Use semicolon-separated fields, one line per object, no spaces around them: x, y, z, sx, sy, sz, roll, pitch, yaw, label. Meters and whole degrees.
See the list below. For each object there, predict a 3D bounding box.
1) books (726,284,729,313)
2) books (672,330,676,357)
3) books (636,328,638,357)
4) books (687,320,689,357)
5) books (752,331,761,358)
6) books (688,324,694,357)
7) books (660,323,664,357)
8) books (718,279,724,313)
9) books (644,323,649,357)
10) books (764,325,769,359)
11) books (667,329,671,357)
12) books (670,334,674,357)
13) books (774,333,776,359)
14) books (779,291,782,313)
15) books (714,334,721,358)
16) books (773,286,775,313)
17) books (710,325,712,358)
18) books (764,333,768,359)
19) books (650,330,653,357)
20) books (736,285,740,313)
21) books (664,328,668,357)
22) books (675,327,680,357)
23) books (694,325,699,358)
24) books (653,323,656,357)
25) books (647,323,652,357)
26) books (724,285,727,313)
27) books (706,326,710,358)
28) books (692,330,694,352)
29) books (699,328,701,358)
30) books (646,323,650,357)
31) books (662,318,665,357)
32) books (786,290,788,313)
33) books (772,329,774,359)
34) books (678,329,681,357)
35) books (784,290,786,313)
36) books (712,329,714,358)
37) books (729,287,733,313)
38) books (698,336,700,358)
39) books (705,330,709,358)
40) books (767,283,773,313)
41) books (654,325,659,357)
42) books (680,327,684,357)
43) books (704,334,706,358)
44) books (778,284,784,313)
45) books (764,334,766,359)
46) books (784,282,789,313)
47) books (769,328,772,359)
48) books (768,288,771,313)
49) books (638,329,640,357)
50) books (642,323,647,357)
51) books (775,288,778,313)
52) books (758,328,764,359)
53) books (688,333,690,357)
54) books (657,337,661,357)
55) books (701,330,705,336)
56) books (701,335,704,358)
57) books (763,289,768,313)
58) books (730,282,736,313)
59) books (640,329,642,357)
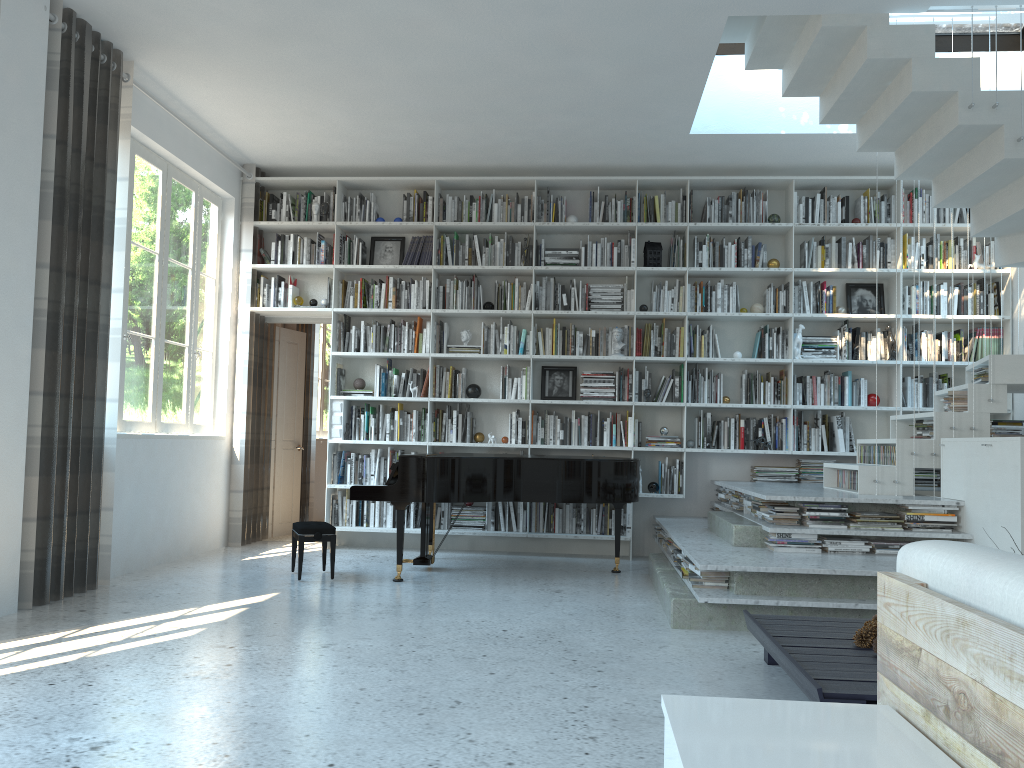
1.787;-0.691;7.382;0.024;0.262;0.133;1;-3;5;books
1.347;-0.321;7.391;0.028;0.239;0.145;1;-3;5;books
1.044;-0.334;7.424;0.015;0.255;0.150;1;-3;5;books
1.453;-0.360;7.368;0.006;0.318;0.164;1;-3;5;books
2.019;-0.308;7.335;0.056;0.241;0.153;1;-3;5;books
1.484;-0.343;7.368;0.035;0.287;0.191;1;-3;5;books
1.242;-0.351;7.377;0.019;0.293;0.182;1;-3;5;books
1.737;-0.709;7.382;0.027;0.295;0.159;1;-3;5;books
1.118;-0.352;7.414;0.035;0.293;0.145;1;-3;5;books
2.101;-0.335;7.333;0.013;0.295;0.154;1;-3;5;books
1.295;-0.325;7.368;0.027;0.242;0.189;1;-3;5;books
1.320;-0.305;7.373;0.034;0.204;0.181;1;-3;5;books
2.150;-0.300;7.306;0.012;0.224;0.178;1;-3;5;books
2.204;-0.654;7.333;0.013;0.202;0.173;1;-3;5;books
1.693;-0.300;7.338;0.051;0.210;0.177;1;-3;5;books
2.151;-0.676;7.344;0.016;0.243;0.151;1;-3;5;books
1.643;-0.340;7.364;0.013;0.287;0.159;1;-3;5;books
2.085;-0.298;7.316;0.013;0.219;0.187;1;-3;5;books
1.162;-0.321;7.399;0.015;0.231;0.180;1;-3;5;books
1.870;-0.685;7.372;0.034;0.254;0.161;1;-3;5;books
1.274;-0.329;7.395;0.033;0.253;0.175;1;-3;5;books
1.371;-0.334;7.385;0.032;0.266;0.143;1;-3;5;books
1.527;-0.339;7.349;0.013;0.279;0.192;1;-3;5;books
1.179;-0.352;7.396;0.019;0.294;0.164;1;-3;5;books
1.144;-0.351;7.411;0.035;0.293;0.145;1;-3;5;books
1.761;-0.685;7.364;0.025;0.244;0.183;1;-3;5;books
1.627;-0.332;7.359;0.006;0.270;0.178;1;-3;5;books
1.506;-0.320;7.385;0.007;0.244;0.145;1;-3;5;books
1.556;-0.325;7.375;0.013;0.255;0.144;1;-3;5;books
1.130;-0.352;7.398;0.035;0.293;0.145;1;-3;5;books
1.257;-0.372;7.396;0.021;0.337;0.169;1;-3;5;books
2.257;-0.656;7.322;0.012;0.206;0.169;1;-3;5;books
2.137;-0.317;7.315;0.015;0.259;0.152;1;-3;5;books
1.391;-0.324;7.398;0.019;0.247;0.149;1;-3;5;books
2.231;-0.656;7.320;0.013;0.204;0.174;1;-3;5;books
1.666;-0.322;7.369;0.007;0.254;0.161;1;-3;5;books
1.808;-0.677;7.366;0.021;0.232;0.183;1;-3;5;books
1.541;-0.294;7.369;0.014;0.192;0.147;1;-3;5;books
1.617;-0.318;7.369;0.017;0.242;0.132;1;-3;5;books
2.135;-0.689;7.334;0.015;0.267;0.164;1;-3;5;books
1.200;-0.342;7.417;0.035;0.278;0.139;1;-3;5;books
1.410;-0.334;7.394;0.033;0.268;0.142;1;-3;5;books
1.594;-0.302;7.366;0.014;0.209;0.156;1;-3;5;books
2.218;-0.682;7.323;0.016;0.256;0.176;1;-3;5;books
2.076;-0.293;7.316;0.006;0.209;0.188;1;-3;5;books
2.266;-0.692;7.316;0.005;0.277;0.182;1;-3;5;books
2.121;-0.319;7.316;0.018;0.263;0.165;1;-3;5;books
2.122;-0.671;7.347;0.012;0.232;0.154;1;-3;5;books
1.060;-0.328;7.421;0.014;0.244;0.145;1;-3;5;books
1.105;-0.353;7.404;0.035;0.293;0.145;1;-3;5;books
2.178;-0.667;7.342;0.016;0.228;0.160;1;-3;5;books
2.056;-0.321;7.326;0.021;0.264;0.174;1;-3;5;books
1.463;-0.309;7.378;0.015;0.220;0.155;1;-3;5;books
1.225;-0.293;7.415;0.030;0.181;0.131;1;-3;5;books
1.583;-0.318;7.367;0.008;0.242;0.169;1;-3;5;books
1.568;-0.295;7.341;0.017;0.192;0.191;1;-3;5;books
2.104;-0.665;7.354;0.015;0.220;0.140;1;-3;5;books
1.830;-0.697;7.353;0.024;0.272;0.169;1;-3;5;books
1.077;-0.329;7.432;0.013;0.246;0.176;1;-3;5;books
